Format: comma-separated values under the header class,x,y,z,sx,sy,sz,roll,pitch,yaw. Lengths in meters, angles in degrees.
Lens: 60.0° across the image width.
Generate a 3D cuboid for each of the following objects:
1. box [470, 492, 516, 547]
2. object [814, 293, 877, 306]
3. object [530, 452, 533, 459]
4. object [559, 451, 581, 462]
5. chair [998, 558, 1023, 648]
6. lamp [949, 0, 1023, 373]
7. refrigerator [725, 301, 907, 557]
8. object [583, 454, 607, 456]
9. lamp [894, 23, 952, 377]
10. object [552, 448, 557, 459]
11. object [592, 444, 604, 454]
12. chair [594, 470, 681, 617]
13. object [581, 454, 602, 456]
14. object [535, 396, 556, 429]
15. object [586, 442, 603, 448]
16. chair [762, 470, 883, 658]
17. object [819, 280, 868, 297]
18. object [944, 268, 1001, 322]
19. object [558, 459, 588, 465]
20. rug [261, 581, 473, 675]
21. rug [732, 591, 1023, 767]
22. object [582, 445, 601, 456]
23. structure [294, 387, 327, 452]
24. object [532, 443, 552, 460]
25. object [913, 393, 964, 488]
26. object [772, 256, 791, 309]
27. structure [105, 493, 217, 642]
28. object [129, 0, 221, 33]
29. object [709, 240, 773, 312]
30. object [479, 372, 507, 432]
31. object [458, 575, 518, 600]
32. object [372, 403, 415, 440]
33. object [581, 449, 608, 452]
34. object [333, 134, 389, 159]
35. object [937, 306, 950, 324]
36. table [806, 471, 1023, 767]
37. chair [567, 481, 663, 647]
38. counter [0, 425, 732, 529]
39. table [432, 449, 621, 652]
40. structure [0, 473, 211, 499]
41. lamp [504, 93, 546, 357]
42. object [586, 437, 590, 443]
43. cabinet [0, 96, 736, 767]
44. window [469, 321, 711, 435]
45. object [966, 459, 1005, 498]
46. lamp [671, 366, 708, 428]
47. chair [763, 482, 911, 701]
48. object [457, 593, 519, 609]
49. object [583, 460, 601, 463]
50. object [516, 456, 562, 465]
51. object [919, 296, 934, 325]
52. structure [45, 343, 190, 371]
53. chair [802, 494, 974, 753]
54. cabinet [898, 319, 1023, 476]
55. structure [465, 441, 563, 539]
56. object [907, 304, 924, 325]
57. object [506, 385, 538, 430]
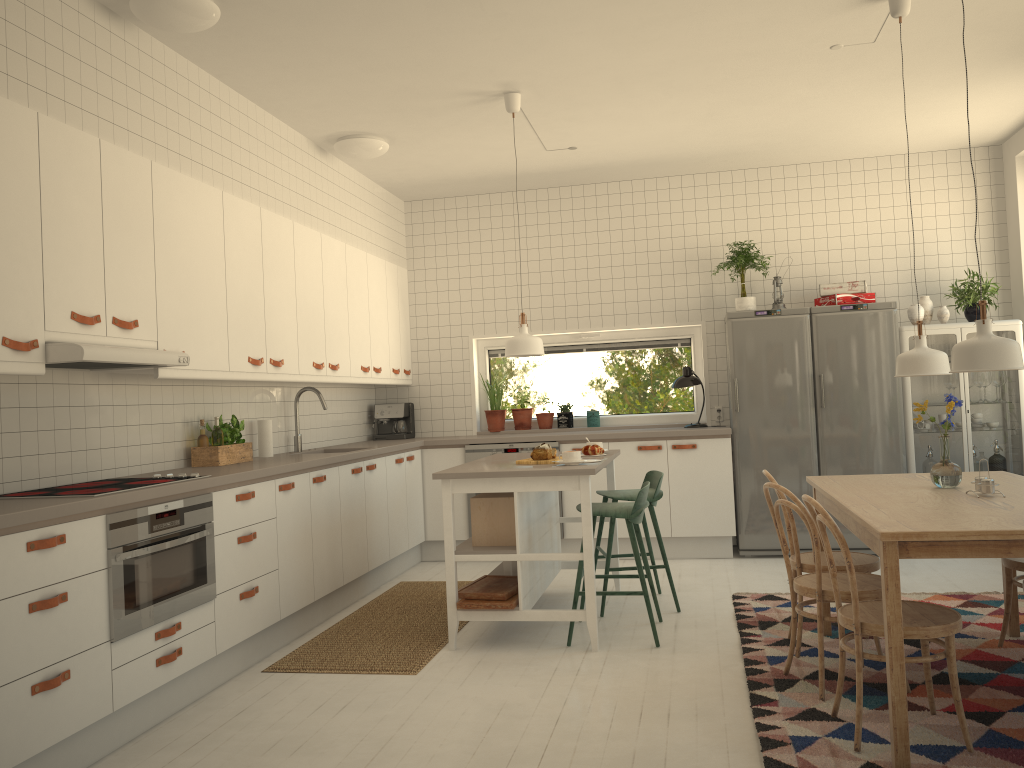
class,x,y,z,sx,sy,sz,roll,pitch,yaw
box,-0.051,0.688,4.586,0.237,0.242,0.357,-3,-1,12
object,2.407,-0.597,6.415,0.309,0.082,0.312,-3,-1,-9
object,0.139,0.366,4.733,0.079,0.067,0.074,-3,-1,14
object,0.296,0.367,4.443,0.098,0.064,0.094,-2,-1,-30
chair,2.363,0.738,3.807,0.483,0.811,0.385,-2,-1,-16
lamp,1.565,-0.840,3.013,0.229,1.596,0.229,-1,-2,-44
refrigerator,2.189,0.347,6.451,1.146,1.778,0.559,-3,-2,12
object,0.455,0.406,5.049,0.167,0.005,0.167,-3,-1,7
lamp,1.738,-0.832,3.854,0.229,1.596,0.229,-2,-2,-33
object,0.196,0.367,4.718,0.083,0.057,0.072,-3,-1,18
object,0.488,0.376,5.067,0.060,0.059,0.074,-2,-1,-19
chair,0.669,0.886,5.070,0.446,0.752,0.485,-3,-1,-3
object,0.455,0.404,5.053,0.122,0.005,0.120,-3,-1,30
object,0.278,0.231,7.180,0.194,0.277,0.176,-2,-1,-21
object,0.487,0.375,5.228,0.094,0.060,0.098,-3,-1,9
chair,1.406,0.787,4.015,0.483,0.811,0.385,-3,-1,14
object,2.401,-0.679,6.421,0.312,0.082,0.308,-3,-1,24
object,3.243,-0.619,6.244,0.371,0.385,0.373,-3,-2,30
object,0.300,0.395,4.443,0.160,0.020,0.160,-2,-1,-23
rug,-0.591,1.320,4.996,0.750,0.004,2.000,-3,-1,12
rug,1.847,1.168,3.599,1.748,0.035,3.025,-3,-1,12
object,0.439,0.377,5.043,0.070,0.060,0.131,-2,-2,-40
structure,-1.307,0.227,5.741,0.236,0.421,0.063,-3,-2,19
object,0.157,0.354,4.644,0.086,0.087,0.090,-3,-1,19
object,1.781,0.232,3.648,0.145,0.389,0.206,-2,-2,-26
object,1.949,-0.724,6.429,0.163,0.383,0.154,-4,-2,34
structure,-1.658,0.703,3.524,0.704,0.447,0.682,-3,-1,12
object,-1.380,-1.521,3.641,0.351,0.101,0.351,-2,-1,-36
object,1.700,-0.794,6.475,0.474,0.545,0.468,-3,-1,25
object,-0.127,0.141,7.274,0.300,0.499,0.333,-3,-1,-5
object,-0.089,1.036,4.527,0.280,0.030,0.430,-3,-1,20
object,-0.984,0.304,7.193,0.316,0.292,0.279,-3,-1,13
object,0.488,0.401,5.224,0.160,0.020,0.160,-3,-1,8
object,-0.962,-1.501,5.673,0.351,0.101,0.351,-2,-1,-36
object,3.002,-0.481,6.172,0.082,0.126,0.082,-2,-1,-16
table,1.725,0.799,3.402,0.894,0.749,1.797,-3,-1,12
chair,0.510,0.882,4.472,0.446,0.752,0.485,-3,-1,11
counter,-0.216,0.448,4.746,2.856,0.163,4.844,-3,-1,12
table,0.164,0.853,4.907,0.794,0.864,1.424,-3,-1,12
structure,-1.624,0.416,3.514,0.504,0.057,0.763,-3,-1,12
lamp,0.035,-0.898,4.909,0.229,1.491,0.229,-3,-2,12
object,0.471,0.359,5.245,0.028,0.086,0.102,-2,-2,-38
cabinet,-0.236,0.051,4.757,2.853,2.160,4.844,-3,-1,12
window,0.620,-0.032,7.195,1.898,0.816,0.293,-3,-1,12
object,1.781,0.352,3.346,0.095,0.138,0.155,-3,-1,12
lamp,1.338,0.099,6.731,0.239,0.465,0.262,-4,-2,40
chair,1.271,0.784,3.523,0.483,0.811,0.385,-3,-1,-6
object,-0.086,1.064,4.448,0.280,0.030,0.430,-3,-1,12
object,0.379,0.401,4.594,0.167,0.005,0.167,-3,-1,7
object,0.177,0.406,4.708,0.237,0.019,0.306,-3,-1,28
object,2.916,-0.516,6.254,0.102,0.206,0.102,-3,-1,-5
structure,-1.691,-0.105,3.549,0.482,0.073,0.681,-3,-1,12
chair,1.260,0.774,3.012,0.483,0.811,0.385,-3,-1,9
cabinet,3.155,0.374,6.259,0.789,1.593,0.453,-3,-2,12
structure,0.075,0.800,6.884,0.705,0.710,0.704,-3,-1,12
object,3.180,0.028,5.917,0.943,1.208,0.261,-3,-2,27
object,0.082,0.192,7.245,0.258,0.370,0.234,-3,-2,23
